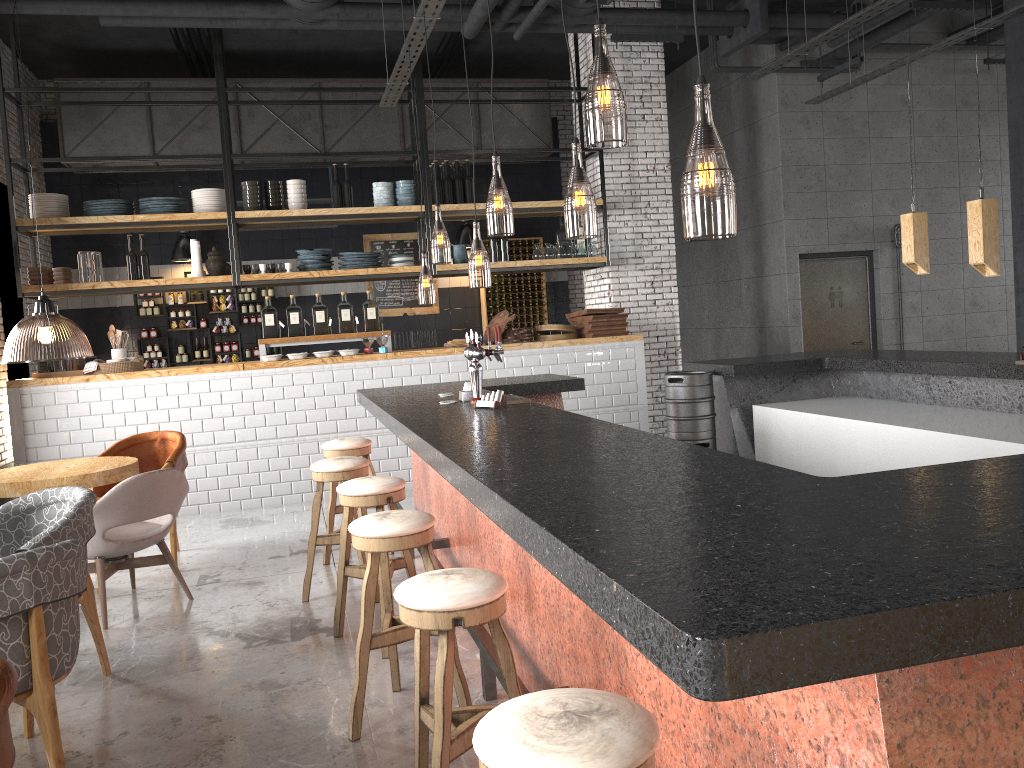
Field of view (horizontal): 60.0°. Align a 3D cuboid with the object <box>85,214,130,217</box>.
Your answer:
[{"bbox_3d":[-3.814,-1.571,8.423,0.454,0.033,0.454,-4,4,-6],"label":"object"}]

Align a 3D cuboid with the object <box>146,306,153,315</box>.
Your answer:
[{"bbox_3d":[-4.618,-0.931,11.303,0.076,0.111,0.076,-4,3,6],"label":"object"}]

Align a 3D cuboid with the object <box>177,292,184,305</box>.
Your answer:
[{"bbox_3d":[-4.260,-1.098,11.389,0.079,0.156,0.079,-6,3,-29],"label":"object"}]

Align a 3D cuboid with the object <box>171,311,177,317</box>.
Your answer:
[{"bbox_3d":[-4.342,-0.897,11.374,0.070,0.083,0.071,-3,3,11],"label":"object"}]

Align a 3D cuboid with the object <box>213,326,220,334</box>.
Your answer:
[{"bbox_3d":[-3.852,-0.704,11.525,0.085,0.111,0.119,-1,5,45],"label":"object"}]

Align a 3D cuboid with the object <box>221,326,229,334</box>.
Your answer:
[{"bbox_3d":[-3.745,-0.709,11.562,0.111,0.101,0.090,-1,5,42],"label":"object"}]

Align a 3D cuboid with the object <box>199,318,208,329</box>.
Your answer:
[{"bbox_3d":[-4.000,-0.787,11.489,0.100,0.139,0.088,-5,3,-13],"label":"object"}]

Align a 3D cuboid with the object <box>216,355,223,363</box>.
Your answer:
[{"bbox_3d":[-3.810,-0.328,11.543,0.092,0.112,0.100,-6,4,-28],"label":"object"}]

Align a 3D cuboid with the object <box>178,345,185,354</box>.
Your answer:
[{"bbox_3d":[-4.258,-0.445,11.415,0.076,0.111,0.076,-5,3,-19],"label":"object"}]

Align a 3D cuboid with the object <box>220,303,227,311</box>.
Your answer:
[{"bbox_3d":[-3.753,-1.007,11.536,0.092,0.112,0.100,-6,4,-28],"label":"object"}]

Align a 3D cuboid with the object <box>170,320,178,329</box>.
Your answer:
[{"bbox_3d":[-4.342,-0.766,11.393,0.092,0.112,0.100,-6,4,-28],"label":"object"}]

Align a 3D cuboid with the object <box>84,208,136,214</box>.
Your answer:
[{"bbox_3d":[-3.818,-1.619,8.420,0.454,0.044,0.454,-5,4,-19],"label":"object"}]

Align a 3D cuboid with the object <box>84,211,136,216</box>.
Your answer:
[{"bbox_3d":[-3.816,-1.596,8.422,0.454,0.043,0.454,-5,4,-11],"label":"object"}]

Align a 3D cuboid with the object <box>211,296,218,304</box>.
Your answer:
[{"bbox_3d":[-3.859,-1.099,11.506,0.092,0.112,0.100,-6,4,-28],"label":"object"}]

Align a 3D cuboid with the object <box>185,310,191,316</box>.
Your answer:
[{"bbox_3d":[-4.168,-0.911,11.418,0.071,0.083,0.071,-5,4,-24],"label":"object"}]

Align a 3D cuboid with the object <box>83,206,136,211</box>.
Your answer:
[{"bbox_3d":[-3.819,-1.642,8.420,0.454,0.038,0.454,-7,5,-37],"label":"object"}]

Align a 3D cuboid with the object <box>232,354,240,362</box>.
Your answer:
[{"bbox_3d":[-3.614,-0.343,11.593,0.106,0.108,0.089,-1,4,36],"label":"object"}]

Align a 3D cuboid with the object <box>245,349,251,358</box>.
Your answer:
[{"bbox_3d":[-3.459,-0.402,11.617,0.076,0.111,0.076,-1,4,41],"label":"object"}]

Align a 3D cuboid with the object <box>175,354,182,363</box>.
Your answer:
[{"bbox_3d":[-4.288,-0.331,11.407,0.076,0.111,0.076,-6,4,-39],"label":"object"}]

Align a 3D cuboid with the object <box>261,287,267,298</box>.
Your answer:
[{"bbox_3d":[-3.268,-1.269,11.657,0.079,0.280,0.079,-6,4,-40],"label":"object"}]

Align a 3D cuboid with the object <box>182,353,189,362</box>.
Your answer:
[{"bbox_3d":[-4.209,-0.338,11.429,0.076,0.111,0.076,-4,3,-9],"label":"object"}]

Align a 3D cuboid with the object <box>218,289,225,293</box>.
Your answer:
[{"bbox_3d":[-3.778,-1.260,11.507,0.079,0.156,0.079,-3,3,21],"label":"object"}]

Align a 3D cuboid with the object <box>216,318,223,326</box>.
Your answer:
[{"bbox_3d":[-3.807,-0.805,11.543,0.111,0.101,0.090,-1,5,42],"label":"object"}]

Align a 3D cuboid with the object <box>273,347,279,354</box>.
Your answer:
[{"bbox_3d":[-3.125,-0.539,11.717,0.079,0.280,0.079,-4,3,-10],"label":"object"}]

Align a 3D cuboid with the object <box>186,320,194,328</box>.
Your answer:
[{"bbox_3d":[-4.151,-0.780,11.443,0.092,0.108,0.105,-4,3,-3],"label":"object"}]

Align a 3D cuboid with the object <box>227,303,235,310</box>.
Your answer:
[{"bbox_3d":[-3.661,-1.013,11.561,0.092,0.108,0.105,-4,3,-3],"label":"object"}]

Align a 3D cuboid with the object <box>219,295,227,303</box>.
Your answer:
[{"bbox_3d":[-3.757,-1.106,11.533,0.106,0.108,0.089,-1,4,36],"label":"object"}]

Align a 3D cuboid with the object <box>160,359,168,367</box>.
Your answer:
[{"bbox_3d":[-4.473,-0.267,11.390,0.111,0.101,0.090,-1,5,42],"label":"object"}]

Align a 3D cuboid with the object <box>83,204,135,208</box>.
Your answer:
[{"bbox_3d":[-3.820,-1.666,8.418,0.454,0.043,0.454,-4,4,-9],"label":"object"}]

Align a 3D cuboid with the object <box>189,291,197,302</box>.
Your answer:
[{"bbox_3d":[-4.123,-1.196,11.441,0.079,0.280,0.079,-4,3,-10],"label":"object"}]

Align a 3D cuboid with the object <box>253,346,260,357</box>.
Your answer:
[{"bbox_3d":[-3.356,-0.426,11.665,0.100,0.139,0.088,-5,3,-13],"label":"object"}]

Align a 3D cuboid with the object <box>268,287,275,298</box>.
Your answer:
[{"bbox_3d":[-3.177,-1.277,11.680,0.079,0.280,0.079,-5,3,-20],"label":"object"}]

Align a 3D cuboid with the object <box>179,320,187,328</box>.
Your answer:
[{"bbox_3d":[-4.240,-0.772,11.420,0.106,0.108,0.089,-1,4,36],"label":"object"}]

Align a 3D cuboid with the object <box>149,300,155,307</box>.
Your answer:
[{"bbox_3d":[-4.589,-1.031,11.306,0.070,0.083,0.071,-3,3,11],"label":"object"}]

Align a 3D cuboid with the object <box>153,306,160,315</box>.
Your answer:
[{"bbox_3d":[-4.539,-0.938,11.325,0.076,0.111,0.076,-5,3,-19],"label":"object"}]

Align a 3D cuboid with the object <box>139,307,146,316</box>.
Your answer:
[{"bbox_3d":[-4.698,-0.924,11.283,0.076,0.111,0.076,-4,3,-4],"label":"object"}]

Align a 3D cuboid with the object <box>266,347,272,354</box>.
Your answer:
[{"bbox_3d":[-3.212,-0.532,11.692,0.079,0.280,0.079,-4,3,5],"label":"object"}]

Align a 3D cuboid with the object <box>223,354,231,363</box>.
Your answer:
[{"bbox_3d":[-3.718,-0.334,11.568,0.092,0.108,0.105,-4,3,-3],"label":"object"}]

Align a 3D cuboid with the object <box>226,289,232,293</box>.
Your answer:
[{"bbox_3d":[-3.686,-1.268,11.531,0.079,0.156,0.079,-6,3,-29],"label":"object"}]

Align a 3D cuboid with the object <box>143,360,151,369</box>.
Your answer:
[{"bbox_3d":[-4.674,-0.254,11.326,0.085,0.111,0.119,-2,4,35],"label":"object"}]

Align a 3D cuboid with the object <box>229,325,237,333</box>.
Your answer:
[{"bbox_3d":[-3.645,-0.722,11.577,0.092,0.112,0.100,-6,4,-28],"label":"object"}]

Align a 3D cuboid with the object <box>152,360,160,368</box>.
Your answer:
[{"bbox_3d":[-4.569,-0.259,11.365,0.111,0.101,0.090,-1,4,37],"label":"object"}]

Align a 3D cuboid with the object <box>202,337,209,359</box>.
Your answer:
[{"bbox_3d":[-3.977,-0.466,11.500,0.079,0.280,0.079,-1,4,45],"label":"object"}]

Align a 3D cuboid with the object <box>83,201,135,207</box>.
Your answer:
[{"bbox_3d":[-3.823,-1.690,8.417,0.454,0.047,0.454,-5,4,-17],"label":"object"}]

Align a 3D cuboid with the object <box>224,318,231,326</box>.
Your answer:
[{"bbox_3d":[-3.711,-0.813,11.568,0.111,0.101,0.090,-1,5,42],"label":"object"}]

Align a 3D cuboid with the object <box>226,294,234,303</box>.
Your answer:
[{"bbox_3d":[-3.668,-1.114,11.555,0.092,0.108,0.105,-4,3,-3],"label":"object"}]

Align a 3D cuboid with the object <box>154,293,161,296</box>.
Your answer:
[{"bbox_3d":[-4.532,-1.175,11.338,0.081,0.113,0.071,-5,3,-13],"label":"object"}]

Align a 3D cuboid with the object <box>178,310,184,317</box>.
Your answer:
[{"bbox_3d":[-4.251,-0.904,11.397,0.071,0.083,0.071,-5,4,-24],"label":"object"}]

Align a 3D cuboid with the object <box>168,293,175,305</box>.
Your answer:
[{"bbox_3d":[-4.364,-1.089,11.363,0.079,0.156,0.079,-3,3,16],"label":"object"}]

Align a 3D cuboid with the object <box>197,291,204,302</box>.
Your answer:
[{"bbox_3d":[-4.033,-1.204,11.464,0.079,0.280,0.079,-6,4,-35],"label":"object"}]

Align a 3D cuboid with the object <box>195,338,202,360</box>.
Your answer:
[{"bbox_3d":[-4.069,-0.459,11.476,0.079,0.280,0.079,-4,3,-5],"label":"object"}]

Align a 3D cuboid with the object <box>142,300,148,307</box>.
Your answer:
[{"bbox_3d":[-4.669,-1.024,11.287,0.071,0.083,0.071,-5,4,-24],"label":"object"}]

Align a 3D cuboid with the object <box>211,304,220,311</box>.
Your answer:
[{"bbox_3d":[-3.848,-0.997,11.513,0.106,0.108,0.089,-1,4,36],"label":"object"}]
